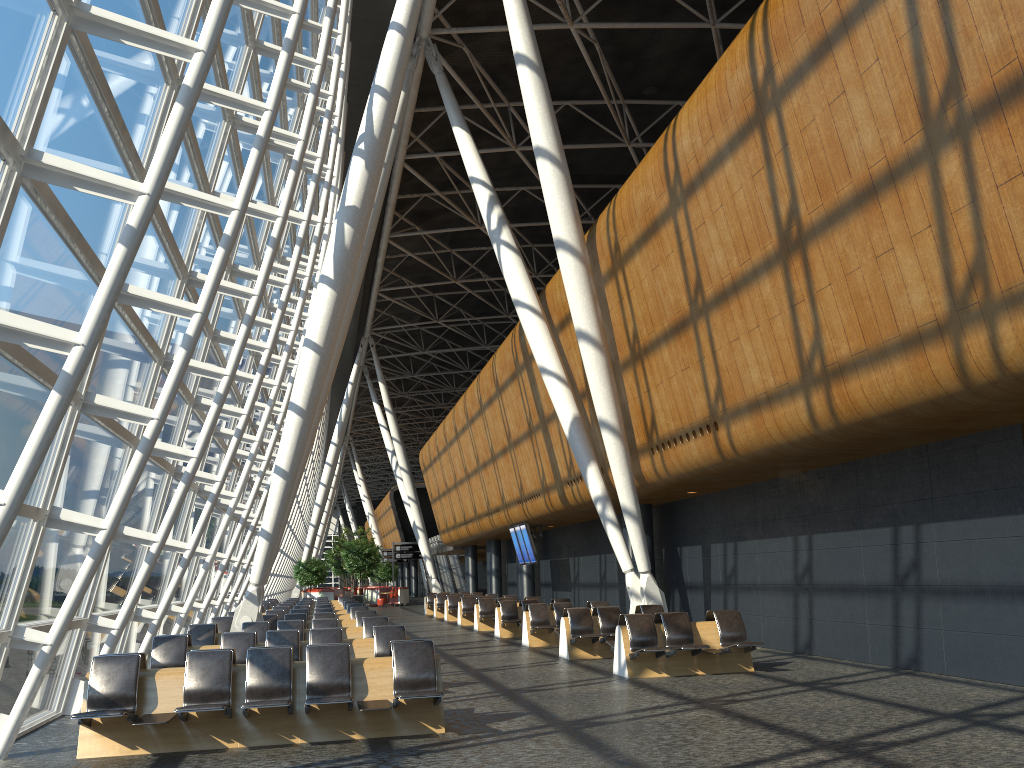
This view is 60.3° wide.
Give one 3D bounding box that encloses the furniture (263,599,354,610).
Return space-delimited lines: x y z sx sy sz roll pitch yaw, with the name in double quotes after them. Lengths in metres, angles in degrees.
-6.738 7.525 28.830 3.251 0.857 1.686 1 -11 -12 "furniture"

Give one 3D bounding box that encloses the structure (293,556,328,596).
-10.469 10.408 45.984 1.791 2.743 1.746 -7 -10 35 "structure"

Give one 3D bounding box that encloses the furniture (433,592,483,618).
-1.975 8.310 33.158 1.896 0.857 1.686 1 -11 -12 "furniture"

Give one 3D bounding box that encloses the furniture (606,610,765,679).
2.453 3.742 12.766 1.896 0.857 1.686 1 -11 -12 "furniture"

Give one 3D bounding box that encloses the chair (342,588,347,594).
-10.701 13.223 54.849 0.661 0.997 0.630 -4 -8 12 "chair"

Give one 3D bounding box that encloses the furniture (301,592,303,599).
-15.673 16.740 69.974 3.251 0.857 1.686 1 -11 -12 "furniture"

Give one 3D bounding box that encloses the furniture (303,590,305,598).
-11.386 12.248 50.254 0.888 0.993 2.874 -2 -12 0 "furniture"

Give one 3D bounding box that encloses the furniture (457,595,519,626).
-0.710 7.005 27.332 1.896 0.857 1.686 1 -11 -12 "furniture"

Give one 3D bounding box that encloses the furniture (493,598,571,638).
0.555 5.700 21.505 1.896 0.857 1.686 1 -11 -12 "furniture"

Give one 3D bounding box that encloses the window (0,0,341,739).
-17.373 10.977 73.787 3.719 13.842 168.857 0 -12 -12 "window"

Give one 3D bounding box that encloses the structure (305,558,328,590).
-11.974 11.926 52.925 1.844 2.815 1.797 -8 -10 35 "structure"

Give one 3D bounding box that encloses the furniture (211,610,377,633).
-4.208 4.915 17.178 3.251 0.857 1.686 1 -11 -12 "furniture"

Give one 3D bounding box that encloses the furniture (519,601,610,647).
1.188 5.047 18.592 1.896 0.857 1.686 1 -11 -12 "furniture"

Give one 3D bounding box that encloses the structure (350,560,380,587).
-10.189 13.333 61.129 2.279 3.432 2.250 -2 -8 0 "structure"

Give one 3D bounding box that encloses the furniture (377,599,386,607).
-6.987 11.709 47.154 0.443 0.454 0.450 -2 -9 0 "furniture"

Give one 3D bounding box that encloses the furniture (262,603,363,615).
-5.473 6.220 23.004 3.251 0.857 1.686 1 -11 -12 "furniture"

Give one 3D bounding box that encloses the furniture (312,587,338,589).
-13.918 15.788 66.196 0.893 0.994 2.858 -7 -13 29 "furniture"

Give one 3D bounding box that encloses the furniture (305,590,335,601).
-10.270 11.622 47.534 0.894 0.995 2.855 7 -14 -44 "furniture"

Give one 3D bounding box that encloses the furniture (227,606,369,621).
-4.840 5.568 20.091 3.251 0.857 1.686 1 -11 -12 "furniture"

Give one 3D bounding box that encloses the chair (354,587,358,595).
-10.178 14.088 58.916 0.663 0.997 0.629 -5 -9 22 "chair"

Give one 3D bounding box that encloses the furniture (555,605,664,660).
1.821 4.395 15.679 1.896 0.857 1.686 1 -11 -12 "furniture"

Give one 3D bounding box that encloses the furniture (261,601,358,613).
-6.106 6.873 25.917 3.251 0.857 1.686 1 -11 -12 "furniture"

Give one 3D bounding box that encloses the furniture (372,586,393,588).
-8.920 14.089 59.111 0.894 0.995 2.855 7 -14 -44 "furniture"

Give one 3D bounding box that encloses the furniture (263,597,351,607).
-7.371 8.178 31.744 3.251 0.857 1.686 1 -11 -12 "furniture"

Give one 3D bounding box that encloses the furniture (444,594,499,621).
-1.343 7.657 30.245 1.896 0.857 1.686 1 -11 -12 "furniture"

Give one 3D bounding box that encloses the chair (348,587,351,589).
-11.295 14.929 62.627 0.662 0.997 0.630 2 -9 -27 "chair"

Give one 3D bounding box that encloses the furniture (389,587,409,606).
-6.223 11.833 49.114 0.888 0.993 2.874 -2 -12 0 "furniture"

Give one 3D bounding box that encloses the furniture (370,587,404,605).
-7.339 12.459 51.833 0.894 0.995 2.855 7 -14 -44 "furniture"

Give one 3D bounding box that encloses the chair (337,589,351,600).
-9.120 11.592 47.571 0.661 0.997 0.630 -4 -8 12 "chair"

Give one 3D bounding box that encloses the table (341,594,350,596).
-8.938 11.488 46.515 0.802 0.740 0.807 6 -13 -41 "table"

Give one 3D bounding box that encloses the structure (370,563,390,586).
-10.158 15.085 68.097 1.947 2.957 1.898 -8 -10 35 "structure"

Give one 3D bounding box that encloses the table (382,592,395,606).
-6.906 11.984 49.105 0.799 0.740 0.811 -2 -10 4 "table"

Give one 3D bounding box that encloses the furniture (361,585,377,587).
-15.339 22.091 94.694 1.896 0.857 1.686 1 -11 -12 "furniture"

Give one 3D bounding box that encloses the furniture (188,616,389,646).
-3.575 4.263 14.264 3.251 0.857 1.686 1 -11 -12 "furniture"

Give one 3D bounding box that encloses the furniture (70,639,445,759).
-2.310 2.958 8.438 3.251 0.857 1.686 1 -11 -12 "furniture"

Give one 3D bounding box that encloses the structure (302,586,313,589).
-12.901 12.662 56.095 1.816 2.777 1.770 -7 -10 35 "structure"

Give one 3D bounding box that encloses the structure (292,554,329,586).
-11.172 10.945 48.795 1.925 2.930 1.884 4 -10 -38 "structure"

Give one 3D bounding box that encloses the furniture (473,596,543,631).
-0.077 6.352 24.418 1.896 0.857 1.686 1 -11 -12 "furniture"

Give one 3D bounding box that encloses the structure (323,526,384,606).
-9.122 10.303 49.787 3.094 4.475 5.888 1 -10 -20 "structure"

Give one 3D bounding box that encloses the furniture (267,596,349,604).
-8.004 8.830 34.657 3.251 0.857 1.686 1 -11 -12 "furniture"

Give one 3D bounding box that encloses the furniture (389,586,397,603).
-7.804 13.463 56.392 0.888 0.993 2.874 -2 -12 0 "furniture"

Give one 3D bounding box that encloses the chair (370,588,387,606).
-7.499 11.972 49.565 0.664 0.997 0.628 -7 -9 32 "chair"

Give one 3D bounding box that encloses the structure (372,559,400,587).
-8.276 12.924 57.912 1.791 2.743 1.746 -7 -10 35 "structure"

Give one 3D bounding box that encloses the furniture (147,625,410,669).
-2.942 3.611 11.351 3.251 0.857 1.686 1 -11 -12 "furniture"

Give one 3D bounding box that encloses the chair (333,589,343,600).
-9.748 11.876 48.785 0.623 0.997 0.669 -4 -8 12 "chair"

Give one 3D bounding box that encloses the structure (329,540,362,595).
-12.064 13.781 65.378 3.096 4.474 5.826 -3 -10 10 "structure"

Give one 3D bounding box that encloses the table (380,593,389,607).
-6.706 11.650 47.593 0.799 0.740 0.811 -2 -10 4 "table"

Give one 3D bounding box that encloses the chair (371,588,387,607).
-7.315 11.730 48.474 0.626 0.997 0.666 -7 -10 32 "chair"

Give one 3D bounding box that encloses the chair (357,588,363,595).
-8.597 12.458 51.638 0.663 0.997 0.629 -5 -9 22 "chair"

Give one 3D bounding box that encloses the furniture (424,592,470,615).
-2.608 8.962 36.071 1.896 0.857 1.686 1 -11 -12 "furniture"

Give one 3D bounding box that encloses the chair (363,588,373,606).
-8.081 12.212 50.584 0.624 0.997 0.668 -5 -9 22 "chair"
